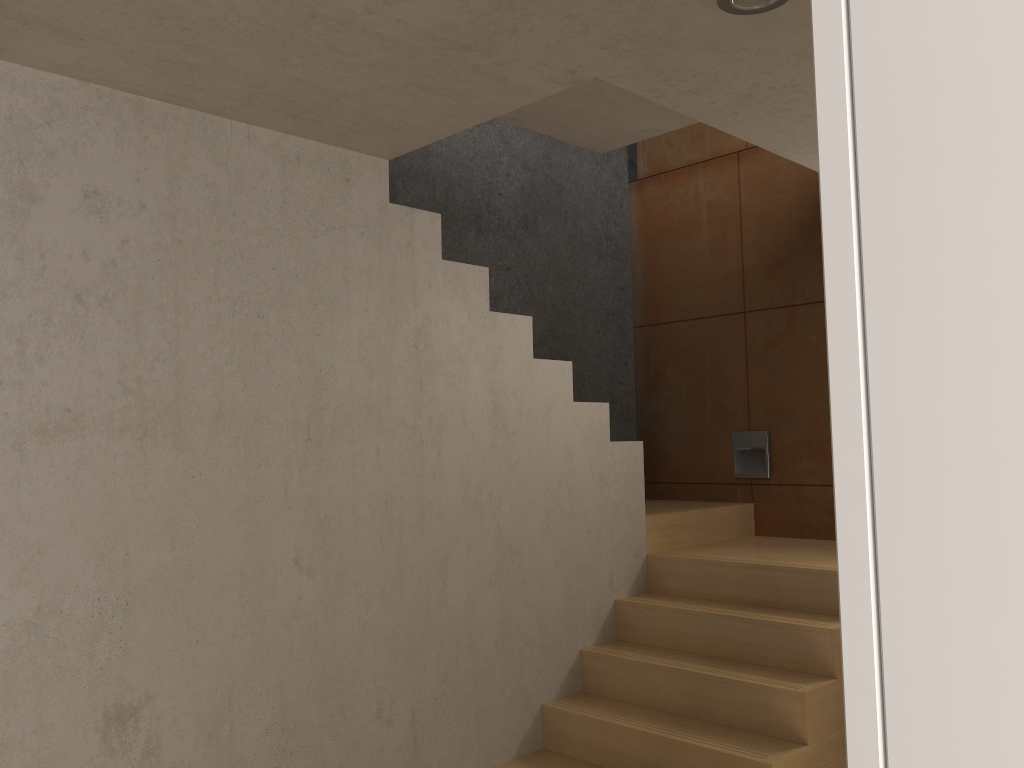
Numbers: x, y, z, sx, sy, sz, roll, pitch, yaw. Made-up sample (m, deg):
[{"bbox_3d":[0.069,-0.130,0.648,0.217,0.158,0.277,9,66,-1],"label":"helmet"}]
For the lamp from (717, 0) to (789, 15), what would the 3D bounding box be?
[{"bbox_3d":[0.566,-0.922,2.068,0.173,0.044,0.173,-1,-4,-10],"label":"lamp"}]

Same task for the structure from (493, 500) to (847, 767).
[{"bbox_3d":[0.633,1.170,3.949,2.400,1.110,1.950,3,-6,-45],"label":"structure"}]

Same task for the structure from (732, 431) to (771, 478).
[{"bbox_3d":[1.366,0.396,4.994,0.096,0.260,0.220,3,-6,-45],"label":"structure"}]
